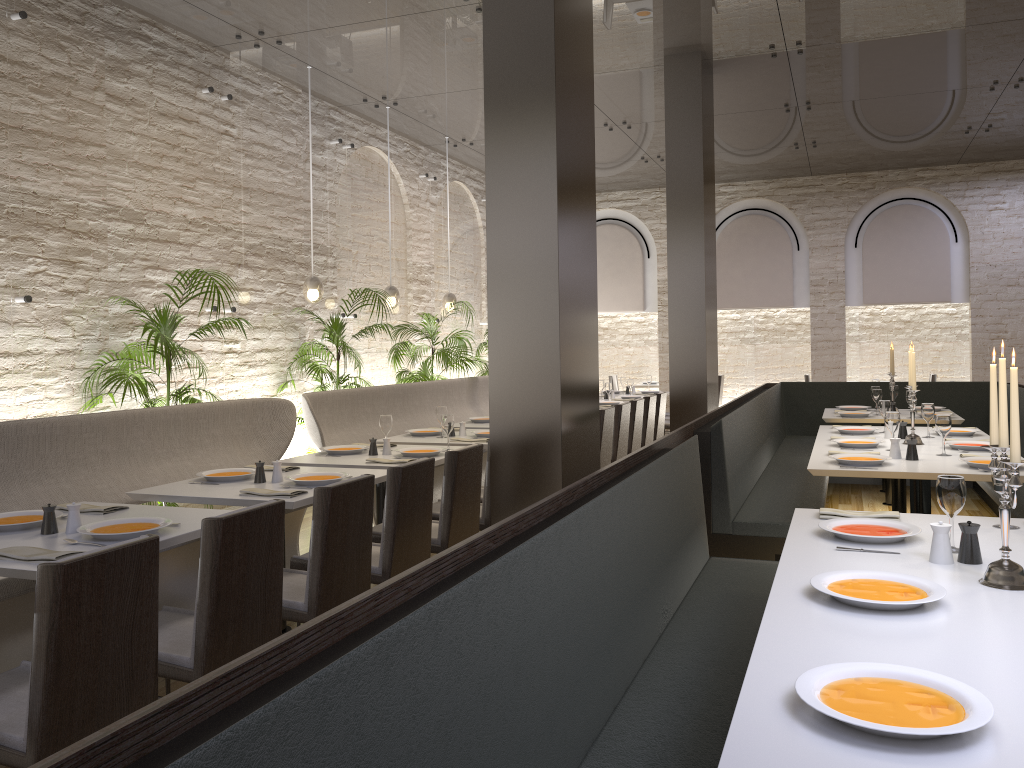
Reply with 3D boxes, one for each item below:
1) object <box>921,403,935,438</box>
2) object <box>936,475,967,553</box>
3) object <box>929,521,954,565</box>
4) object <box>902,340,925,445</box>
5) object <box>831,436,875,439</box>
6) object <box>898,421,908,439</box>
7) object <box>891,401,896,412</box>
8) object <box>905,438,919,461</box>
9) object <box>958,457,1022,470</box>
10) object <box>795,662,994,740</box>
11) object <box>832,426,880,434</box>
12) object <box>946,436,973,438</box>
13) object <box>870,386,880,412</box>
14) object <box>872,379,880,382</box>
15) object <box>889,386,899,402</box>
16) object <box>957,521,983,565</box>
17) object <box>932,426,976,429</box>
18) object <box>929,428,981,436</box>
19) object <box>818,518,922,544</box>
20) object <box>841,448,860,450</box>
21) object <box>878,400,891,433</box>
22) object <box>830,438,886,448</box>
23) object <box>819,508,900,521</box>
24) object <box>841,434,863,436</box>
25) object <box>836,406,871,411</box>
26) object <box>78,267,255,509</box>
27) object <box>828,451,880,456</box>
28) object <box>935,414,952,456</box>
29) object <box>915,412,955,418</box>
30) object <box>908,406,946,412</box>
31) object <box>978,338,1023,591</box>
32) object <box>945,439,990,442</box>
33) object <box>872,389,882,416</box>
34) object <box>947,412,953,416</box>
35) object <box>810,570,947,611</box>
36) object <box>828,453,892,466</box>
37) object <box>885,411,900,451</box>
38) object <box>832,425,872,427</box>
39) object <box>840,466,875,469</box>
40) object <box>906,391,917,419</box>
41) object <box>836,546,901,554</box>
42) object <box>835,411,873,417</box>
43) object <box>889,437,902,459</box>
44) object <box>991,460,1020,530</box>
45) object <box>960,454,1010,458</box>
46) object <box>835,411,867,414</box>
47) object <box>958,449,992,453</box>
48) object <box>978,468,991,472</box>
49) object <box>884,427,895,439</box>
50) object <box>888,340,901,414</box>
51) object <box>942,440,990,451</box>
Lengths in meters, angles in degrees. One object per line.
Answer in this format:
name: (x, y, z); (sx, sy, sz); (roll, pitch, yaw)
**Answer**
object: (2.795, 0.245, 5.952); (0.086, 0.231, 0.086); (-1, 0, 33)
object: (1.366, 0.402, 2.755); (0.086, 0.231, 0.086); (-1, 0, 33)
object: (1.264, 0.467, 2.611); (0.069, 0.126, 0.069); (-1, 1, 14)
object: (2.524, 0.051, 5.588); (0.131, 0.657, 0.390); (-1, 1, 31)
object: (2.252, 0.364, 5.855); (0.273, 0.033, 0.143); (0, 2, 21)
object: (2.605, 0.307, 5.905); (0.069, 0.126, 0.069); (-1, 1, 14)
object: (3.367, 0.213, 7.839); (0.069, 0.126, 0.069); (-1, 1, -28)
object: (2.189, 0.358, 4.850); (0.069, 0.126, 0.069); (-1, 1, -38)
object: (2.459, 0.409, 4.527); (0.321, 0.036, 0.322); (-1, 2, -4)
object: (0.665, 0.563, 1.558); (0.321, 0.036, 0.322); (-1, 2, -4)
object: (2.457, 0.334, 6.323); (0.321, 0.036, 0.322); (0, 2, 16)
object: (2.980, 0.350, 5.924); (0.181, 0.015, 0.038); (0, 2, 22)
object: (3.380, 0.140, 8.238); (0.086, 0.231, 0.086); (-1, 0, -33)
object: (4.040, 0.062, 9.831); (0.086, 0.231, 0.086); (-1, 0, -39)
object: (3.603, 0.131, 8.354); (0.086, 0.231, 0.086); (-1, 0, -9)
object: (1.346, 0.466, 2.606); (0.069, 0.126, 0.069); (-1, 1, 14)
object: (3.199, 0.325, 6.417); (0.273, 0.033, 0.143); (0, 2, 21)
object: (3.050, 0.334, 6.097); (0.321, 0.036, 0.322); (0, 2, 16)
object: (1.194, 0.496, 2.964); (0.321, 0.036, 0.322); (1, 3, 40)
object: (2.072, 0.393, 5.323); (0.185, 0.010, 0.017); (0, 2, 21)
object: (2.656, 0.232, 6.312); (0.086, 0.231, 0.086); (-1, 0, 33)
object: (2.157, 0.372, 5.526); (0.321, 0.036, 0.322); (1, 3, 40)
object: (1.286, 0.481, 3.285); (0.273, 0.033, 0.143); (0, 2, 21)
object: (2.374, 0.354, 6.127); (0.185, 0.010, 0.017); (0, 2, 21)
object: (3.243, 0.234, 8.416); (0.321, 0.036, 0.322); (0, 2, 16)
object: (-2.299, 0.231, 5.896); (1.189, 1.974, 1.145); (-1, 1, -39)
object: (1.962, 0.401, 5.084); (0.273, 0.033, 0.143); (0, 2, 21)
object: (2.444, 0.290, 5.018); (0.086, 0.231, 0.086); (-1, 0, -27)
object: (3.574, 0.267, 7.493); (0.321, 0.036, 0.322); (-1, 2, -4)
object: (3.837, 0.233, 8.191); (0.321, 0.036, 0.322); (-2, 3, -21)
object: (1.312, 0.206, 2.363); (0.131, 0.657, 0.390); (-1, 1, 31)
object: (2.896, 0.363, 5.613); (0.273, 0.033, 0.143); (0, 2, 21)
object: (3.220, 0.160, 7.812); (0.086, 0.231, 0.086); (-1, 0, -33)
object: (3.697, 0.261, 7.743); (0.273, 0.033, 0.143); (0, 2, 21)
object: (0.927, 0.530, 2.253); (0.321, 0.036, 0.322); (-1, 2, -4)
object: (1.866, 0.410, 4.752); (0.321, 0.036, 0.322); (0, 2, 18)
object: (2.269, 0.282, 5.282); (0.086, 0.231, 0.086); (-1, 0, 21)
object: (2.555, 0.326, 6.660); (0.273, 0.033, 0.143); (0, 2, 21)
object: (1.782, 0.430, 4.552); (0.185, 0.010, 0.017); (0, 2, 21)
object: (3.359, 0.173, 7.453); (0.086, 0.231, 0.086); (-1, 0, -33)
object: (1.106, 0.516, 2.753); (0.185, 0.010, 0.017); (0, 2, 21)
object: (2.981, 0.267, 7.718); (0.321, 0.036, 0.322); (-1, 2, -4)
object: (2.130, 0.356, 4.925); (0.069, 0.126, 0.069); (0, 1, 44)
object: (1.715, 0.383, 3.078); (0.086, 0.231, 0.086); (-1, 0, 33)
object: (2.607, 0.401, 4.842); (0.273, 0.033, 0.143); (0, 2, 21)
object: (3.055, 0.262, 7.991); (0.273, 0.033, 0.143); (0, 2, 21)
object: (2.678, 0.388, 5.119); (0.181, 0.015, 0.038); (0, 2, 22)
object: (2.388, 0.425, 4.348); (0.181, 0.015, 0.038); (0, 2, 22)
object: (2.529, 0.307, 5.937); (0.069, 0.126, 0.069); (-1, 1, 14)
object: (3.416, -0.063, 7.960); (0.131, 0.657, 0.390); (-1, 1, 31)
object: (2.750, 0.372, 5.301); (0.321, 0.036, 0.322); (1, 3, 40)
